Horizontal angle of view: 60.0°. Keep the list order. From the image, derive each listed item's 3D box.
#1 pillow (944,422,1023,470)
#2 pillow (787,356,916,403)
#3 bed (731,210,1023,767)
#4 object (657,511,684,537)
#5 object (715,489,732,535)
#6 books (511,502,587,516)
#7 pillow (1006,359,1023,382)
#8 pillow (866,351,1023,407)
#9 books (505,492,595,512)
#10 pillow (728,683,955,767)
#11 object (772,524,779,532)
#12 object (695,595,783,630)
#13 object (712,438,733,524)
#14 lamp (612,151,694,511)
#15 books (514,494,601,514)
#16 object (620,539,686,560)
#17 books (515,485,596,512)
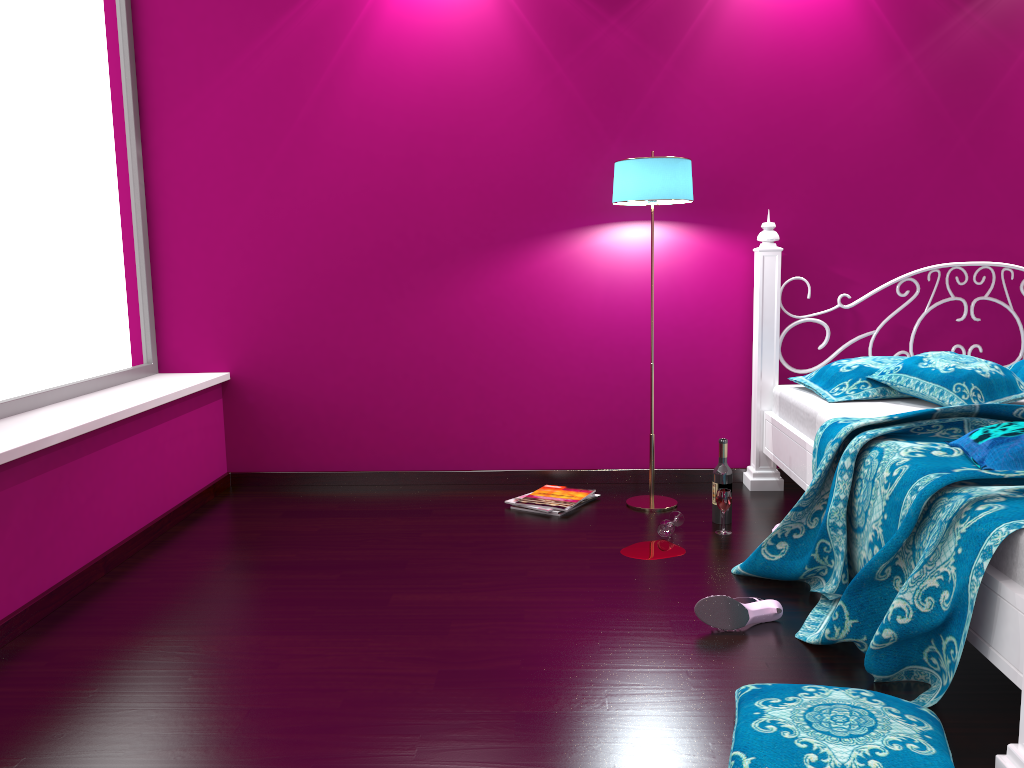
[{"bbox_3d":[1.351,0.166,2.221,0.404,0.127,0.425,1,8,13],"label":"pillow"},{"bbox_3d":[1.459,-0.030,3.335,0.717,0.141,0.401,-1,8,-2],"label":"pillow"},{"bbox_3d":[1.741,0.007,2.525,2.167,1.143,2.317,-1,8,3],"label":"bed"},{"bbox_3d":[0.557,0.495,3.124,0.056,0.056,0.153,3,9,27],"label":"object"},{"bbox_3d":[0.740,0.446,3.101,0.056,0.153,0.056,6,11,41],"label":"object"},{"bbox_3d":[0.168,0.470,3.531,0.220,0.007,0.300,4,9,32],"label":"books"},{"bbox_3d":[2.194,-0.041,3.309,0.717,0.141,0.401,0,8,5],"label":"pillow"},{"bbox_3d":[1.547,-0.020,3.109,0.404,0.176,0.418,-6,9,-29],"label":"pillow"},{"bbox_3d":[0.153,0.456,3.533,0.220,0.007,0.300,6,11,41],"label":"books"},{"bbox_3d":[0.621,0.681,1.680,0.417,0.101,0.401,2,8,19],"label":"pillow"},{"bbox_3d":[0.953,0.475,3.020,0.089,0.110,0.241,-2,8,-6],"label":"object"},{"bbox_3d":[0.597,0.590,2.338,0.247,0.086,0.100,-2,8,-3],"label":"object"},{"bbox_3d":[0.764,0.351,3.219,0.070,0.307,0.070,-4,8,-20],"label":"object"},{"bbox_3d":[0.536,-0.197,3.392,0.303,1.352,0.303,-8,11,-42],"label":"lamp"},{"bbox_3d":[0.179,0.462,3.535,0.220,0.007,0.300,5,10,38],"label":"books"},{"bbox_3d":[0.461,0.552,2.939,0.221,0.007,0.184,-5,9,-24],"label":"object"},{"bbox_3d":[0.176,0.452,3.527,0.221,0.012,0.300,3,9,26],"label":"books"}]
